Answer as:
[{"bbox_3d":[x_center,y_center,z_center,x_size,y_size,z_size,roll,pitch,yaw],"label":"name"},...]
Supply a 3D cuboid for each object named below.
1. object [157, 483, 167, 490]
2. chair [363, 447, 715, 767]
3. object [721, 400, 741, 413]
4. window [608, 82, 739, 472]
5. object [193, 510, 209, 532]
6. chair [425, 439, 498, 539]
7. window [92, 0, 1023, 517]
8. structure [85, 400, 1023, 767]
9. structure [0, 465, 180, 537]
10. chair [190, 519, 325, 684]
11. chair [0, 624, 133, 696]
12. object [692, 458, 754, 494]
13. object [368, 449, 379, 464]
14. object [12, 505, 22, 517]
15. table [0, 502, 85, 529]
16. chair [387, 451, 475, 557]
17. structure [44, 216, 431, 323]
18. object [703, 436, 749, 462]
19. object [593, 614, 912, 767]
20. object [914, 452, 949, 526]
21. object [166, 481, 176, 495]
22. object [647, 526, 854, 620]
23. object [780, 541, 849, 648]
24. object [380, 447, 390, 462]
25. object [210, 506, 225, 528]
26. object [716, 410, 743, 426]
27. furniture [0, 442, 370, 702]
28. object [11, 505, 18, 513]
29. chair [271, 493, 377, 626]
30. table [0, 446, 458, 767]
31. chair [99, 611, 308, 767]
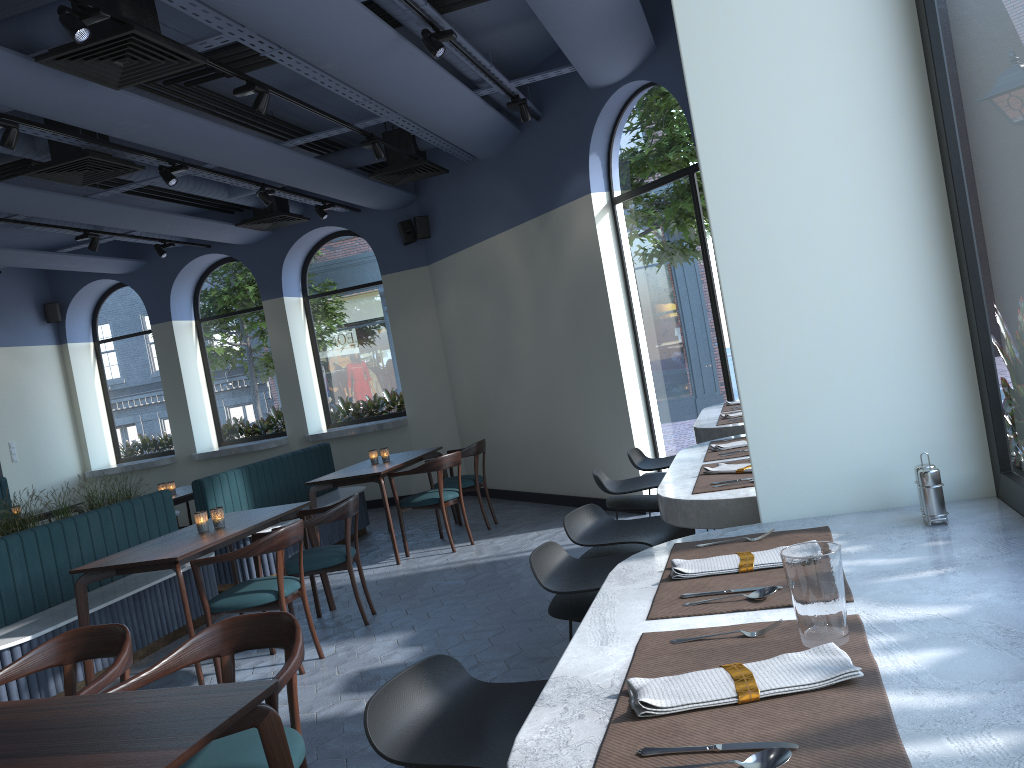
[{"bbox_3d":[-3.358,1.015,8.524,0.078,0.120,0.078,-9,2,33],"label":"object"},{"bbox_3d":[-1.374,1.178,2.369,3.651,0.949,6.322,-10,2,15],"label":"chair"},{"bbox_3d":[1.281,0.088,4.712,0.322,0.027,0.497,-10,2,16],"label":"object"},{"bbox_3d":[1.305,-0.639,6.820,0.020,3.335,1.298,-11,2,-29],"label":"window"},{"bbox_3d":[-1.896,0.840,5.423,0.078,0.120,0.078,-10,2,-1],"label":"object"},{"bbox_3d":[-0.436,0.932,8.052,0.525,0.793,0.618,-10,2,15],"label":"chair"},{"bbox_3d":[-1.016,-0.737,6.304,3.897,2.394,14.212,-11,2,-23],"label":"window"},{"bbox_3d":[-0.992,0.508,6.234,4.315,0.080,14.155,-11,2,-23],"label":"structure"},{"bbox_3d":[-4.599,1.480,7.523,1.143,1.207,4.878,-10,2,17],"label":"structure"},{"bbox_3d":[-1.354,1.185,4.892,0.525,0.793,0.618,-10,2,15],"label":"chair"},{"bbox_3d":[-1.454,1.259,2.892,0.618,0.793,0.525,-10,2,15],"label":"chair"},{"bbox_3d":[0.713,0.248,2.646,0.322,0.027,0.497,-10,2,16],"label":"object"},{"bbox_3d":[-1.238,0.652,7.945,0.078,0.120,0.078,-9,2,33],"label":"object"},{"bbox_3d":[-5.023,1.300,8.999,0.078,0.120,0.078,-10,2,-1],"label":"object"},{"bbox_3d":[-4.974,1.733,9.073,0.548,0.755,1.332,-10,2,16],"label":"table"},{"bbox_3d":[-0.618,0.983,7.392,0.525,0.793,0.618,-9,2,40],"label":"chair"},{"bbox_3d":[-4.395,-1.011,4.996,7.261,0.268,13.143,-10,2,-1],"label":"structure"},{"bbox_3d":[0.861,0.206,3.187,0.322,0.027,0.497,-10,2,16],"label":"object"},{"bbox_3d":[0.286,0.368,1.093,0.322,0.027,0.497,-10,2,16],"label":"object"},{"bbox_3d":[0.815,0.200,1.732,0.047,0.136,0.093,-10,2,17],"label":"object"},{"bbox_3d":[-3.264,0.999,8.502,0.078,0.120,0.078,-9,2,33],"label":"object"},{"bbox_3d":[0.434,0.326,1.634,0.322,0.027,0.497,-10,2,16],"label":"object"},{"bbox_3d":[0.416,0.289,1.205,0.080,0.132,0.080,-9,2,31],"label":"object"},{"bbox_3d":[-1.135,0.634,7.932,0.078,0.120,0.078,-9,2,33],"label":"object"},{"bbox_3d":[-1.815,0.824,5.475,0.078,0.120,0.078,-10,2,-1],"label":"object"},{"bbox_3d":[1.132,0.130,4.171,0.322,0.027,0.497,-10,2,16],"label":"object"},{"bbox_3d":[-4.271,1.453,7.430,4.703,1.150,4.800,-10,2,16],"label":"furniture"},{"bbox_3d":[-5.075,1.307,9.082,0.078,0.120,0.078,-10,2,-1],"label":"object"},{"bbox_3d":[-1.161,1.130,5.588,0.525,0.793,0.618,-10,2,2],"label":"chair"},{"bbox_3d":[-2.491,1.419,4.431,3.997,0.755,9.778,-10,2,0],"label":"table"},{"bbox_3d":[-0.822,1.152,2.646,0.618,0.793,0.525,-10,2,15],"label":"chair"}]
